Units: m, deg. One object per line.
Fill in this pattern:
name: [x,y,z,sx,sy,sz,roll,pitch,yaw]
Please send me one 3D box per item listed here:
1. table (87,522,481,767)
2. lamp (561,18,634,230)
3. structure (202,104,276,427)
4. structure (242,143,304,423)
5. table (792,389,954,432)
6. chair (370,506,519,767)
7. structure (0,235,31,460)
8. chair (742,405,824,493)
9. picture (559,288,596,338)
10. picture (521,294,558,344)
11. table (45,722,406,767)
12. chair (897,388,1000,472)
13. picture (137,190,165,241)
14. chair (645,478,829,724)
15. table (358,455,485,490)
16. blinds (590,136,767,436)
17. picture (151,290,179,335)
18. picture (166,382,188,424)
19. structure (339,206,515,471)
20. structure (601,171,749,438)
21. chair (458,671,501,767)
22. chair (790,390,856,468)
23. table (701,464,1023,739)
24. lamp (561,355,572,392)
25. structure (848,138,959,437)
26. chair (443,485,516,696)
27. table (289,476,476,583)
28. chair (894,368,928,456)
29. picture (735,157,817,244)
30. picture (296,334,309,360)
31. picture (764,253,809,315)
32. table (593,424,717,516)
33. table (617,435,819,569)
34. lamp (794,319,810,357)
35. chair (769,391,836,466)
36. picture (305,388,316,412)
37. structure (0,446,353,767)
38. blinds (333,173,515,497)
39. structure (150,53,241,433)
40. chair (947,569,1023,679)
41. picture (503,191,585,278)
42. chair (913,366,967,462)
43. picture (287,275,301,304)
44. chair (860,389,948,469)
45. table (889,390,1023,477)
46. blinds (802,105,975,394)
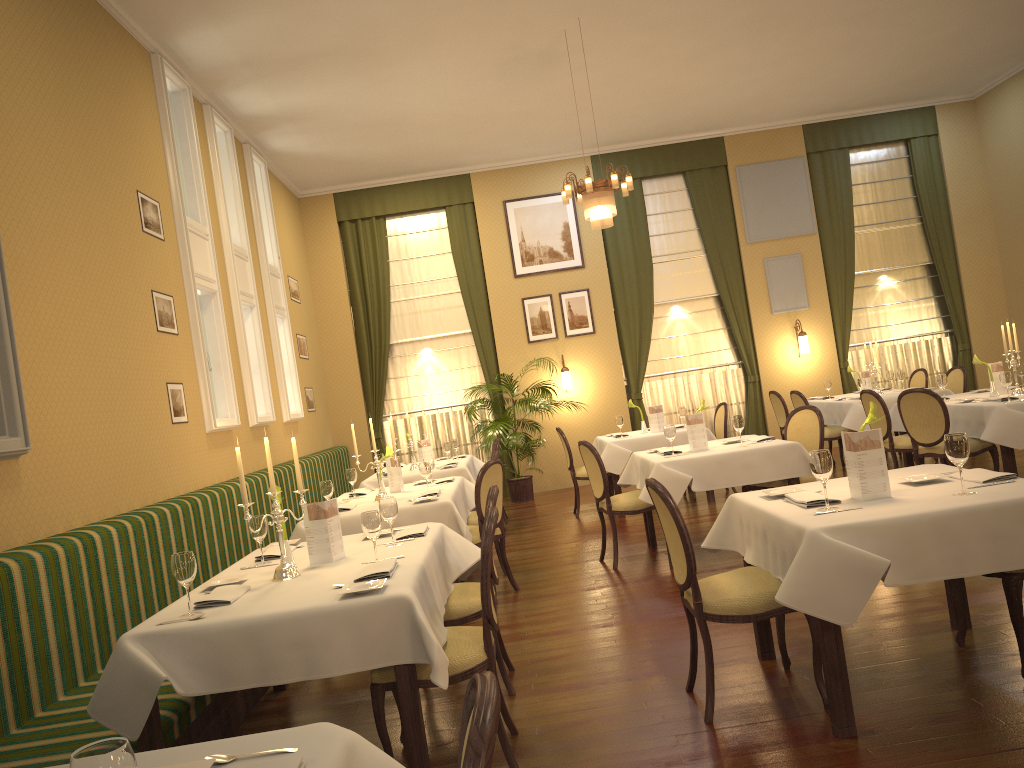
table: [-0.779,1.174,3.966,1.385,0.759,2.152,-9,-1,-1]
lamp: [0.657,-2.255,7.740,0.593,1.796,0.593,-9,-1,-3]
structure: [-2.628,-1.075,8.406,0.200,2.985,0.661,-9,-1,-1]
structure: [-2.647,-1.060,9.675,0.200,2.985,0.670,-9,-1,-1]
table: [4.132,0.495,10.122,1.385,0.759,2.152,-9,-1,-1]
chair: [-0.267,0.995,3.450,0.571,0.955,0.530,-9,-1,-1]
structure: [-2.563,-1.189,3.719,0.200,3.103,0.956,-9,-1,-1]
chair: [2.089,0.672,6.704,0.571,0.955,0.530,-8,-1,-21]
picture: [0.881,-0.959,12.003,0.412,0.619,0.022,-9,-1,-1]
picture: [0.378,-0.883,11.994,0.412,0.619,0.022,-9,-1,-1]
table: [-0.734,1.138,1.023,1.385,0.759,2.152,-9,-1,-1]
chair: [3.446,0.472,7.053,0.571,0.955,0.530,-8,-1,-26]
picture: [-2.594,-1.205,6.373,0.008,0.294,0.401,-9,-1,-1]
chair: [0.906,0.821,3.663,0.571,0.955,0.530,-9,-1,-1]
table: [-0.863,1.238,9.368,1.385,0.759,2.152,-9,-1,-1]
blinds: [2.299,-1.120,12.083,1.878,4.537,0.129,-9,-1,-1]
picture: [-2.489,-0.508,6.366,0.008,0.294,0.401,-9,-1,-1]
picture: [-2.392,0.136,6.342,0.008,0.294,0.313,-9,-1,-1]
structure: [-1.171,-0.585,12.147,1.942,4.511,0.123,-9,-1,-1]
structure: [2.292,-1.105,12.202,1.900,4.511,0.134,-9,-1,-1]
chair: [-0.233,0.970,1.342,0.571,0.955,0.530,-9,-1,-1]
chair: [3.415,0.502,9.705,0.571,0.955,0.530,-9,-1,-1]
table: [1.616,0.811,3.668,1.389,0.759,1.395,-9,-1,1]
lamp: [0.687,-0.137,11.837,0.114,0.513,0.323,-8,-1,-12]
structure: [5.176,-1.539,12.252,1.898,4.511,0.137,-9,-1,-1]
chair: [-0.278,1.005,4.285,0.571,0.955,0.530,-9,-1,-1]
table: [-0.821,1.206,6.669,1.385,0.759,2.152,-9,-1,-1]
chair: [4.631,0.326,10.448,0.571,0.955,0.530,-9,-1,-1]
picture: [3.594,-2.503,12.059,0.966,1.057,0.027,-9,-1,-1]
picture: [-2.558,-0.454,10.841,0.008,0.294,0.504,-9,-1,-1]
picture: [3.731,-1.359,12.047,0.512,0.769,0.027,-9,-1,-1]
table: [1.527,0.879,9.406,1.389,0.759,1.395,-9,-1,1]
table: [1.569,0.847,6.709,1.389,0.759,1.395,-9,-1,1]
lamp: [3.845,-0.611,11.891,0.114,0.513,0.323,-8,-1,-12]
chair: [3.403,0.511,10.478,0.571,0.955,0.530,-9,-1,-1]
picture: [-2.461,0.190,10.821,0.008,0.294,0.437,-9,-1,-1]
structure: [-1.800,1.203,4.667,0.850,1.031,14.516,-9,-1,-1]
blinds: [-1.170,-0.599,12.033,1.934,4.537,0.225,-9,-1,-2]
structure: [-2.609,-1.089,7.210,0.200,2.985,0.687,-9,-1,-1]
chair: [2.135,0.636,3.633,0.571,0.955,0.530,-9,-1,-1]
picture: [0.432,-2.028,12.005,0.966,1.057,0.027,-9,-1,-1]
chair: [4.645,0.316,9.606,0.571,0.955,0.530,-9,-1,-1]
picture: [-2.663,-1.151,10.847,0.008,0.294,0.504,-9,-1,-1]
chair: [3.444,0.479,7.805,0.571,0.955,0.530,-9,-1,-1]
table: [4.174,0.463,7.449,1.385,0.759,2.152,-9,-1,-1]
blinds: [5.184,-1.554,12.133,1.876,4.537,0.129,-9,-1,-1]
